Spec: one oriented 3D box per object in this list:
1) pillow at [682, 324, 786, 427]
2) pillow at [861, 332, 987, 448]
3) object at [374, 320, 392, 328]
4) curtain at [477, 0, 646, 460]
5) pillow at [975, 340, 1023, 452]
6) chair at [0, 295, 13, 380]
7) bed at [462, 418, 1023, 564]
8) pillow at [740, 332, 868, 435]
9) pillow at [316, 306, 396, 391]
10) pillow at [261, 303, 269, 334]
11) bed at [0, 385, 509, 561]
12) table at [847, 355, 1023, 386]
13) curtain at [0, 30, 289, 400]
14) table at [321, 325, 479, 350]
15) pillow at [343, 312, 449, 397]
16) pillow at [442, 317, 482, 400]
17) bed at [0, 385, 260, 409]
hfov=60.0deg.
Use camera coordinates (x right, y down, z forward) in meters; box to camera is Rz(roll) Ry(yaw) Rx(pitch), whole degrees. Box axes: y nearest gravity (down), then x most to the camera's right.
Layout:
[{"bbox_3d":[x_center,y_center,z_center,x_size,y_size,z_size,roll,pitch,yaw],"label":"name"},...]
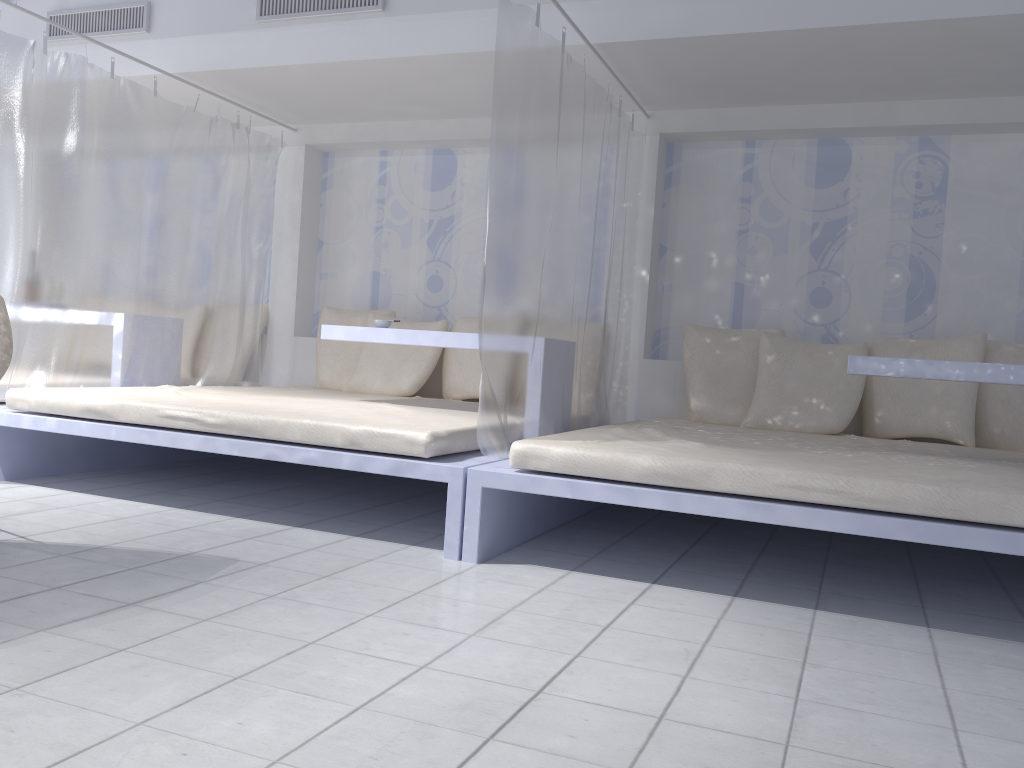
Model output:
[{"bbox_3d":[1.116,-0.039,4.438,0.572,0.510,0.231,5,2,21],"label":"pillow"},{"bbox_3d":[1.889,0.013,4.094,0.537,0.527,0.233,5,2,42],"label":"pillow"},{"bbox_3d":[-0.605,-0.276,4.144,0.082,0.043,0.082,3,2,-17],"label":"object"},{"bbox_3d":[0.279,-0.518,3.720,0.125,1.559,1.998,4,2,20],"label":"curtain"},{"bbox_3d":[2.296,0.068,3.959,0.524,0.521,0.230,4,2,20],"label":"pillow"},{"bbox_3d":[-1.813,0.081,2.521,0.906,0.759,0.753,5,2,25],"label":"chair"},{"bbox_3d":[1.243,0.432,3.349,2.200,0.427,2.016,5,2,22],"label":"bed"},{"bbox_3d":[1.398,0.000,4.229,0.528,0.482,0.307,5,2,26],"label":"pillow"},{"bbox_3d":[-0.934,-0.202,5.252,0.572,0.510,0.231,5,2,21],"label":"pillow"},{"bbox_3d":[-1.818,-0.272,5.603,0.572,0.510,0.231,5,2,22],"label":"pillow"},{"bbox_3d":[-0.807,0.269,4.163,2.200,0.427,2.016,5,2,22],"label":"bed"},{"bbox_3d":[1.752,0.160,3.157,1.065,0.450,0.416,5,2,22],"label":"table"},{"bbox_3d":[-1.792,-0.703,4.498,0.151,1.552,2.050,5,2,22],"label":"curtain"},{"bbox_3d":[-0.298,-0.003,3.971,1.065,0.450,0.416,5,2,22],"label":"table"},{"bbox_3d":[-0.652,-0.163,5.043,0.528,0.482,0.307,5,2,26],"label":"pillow"},{"bbox_3d":[-0.161,-0.150,4.907,0.537,0.527,0.233,5,2,42],"label":"pillow"},{"bbox_3d":[-2.850,0.108,4.991,2.200,0.422,2.022,5,2,22],"label":"bed"}]
